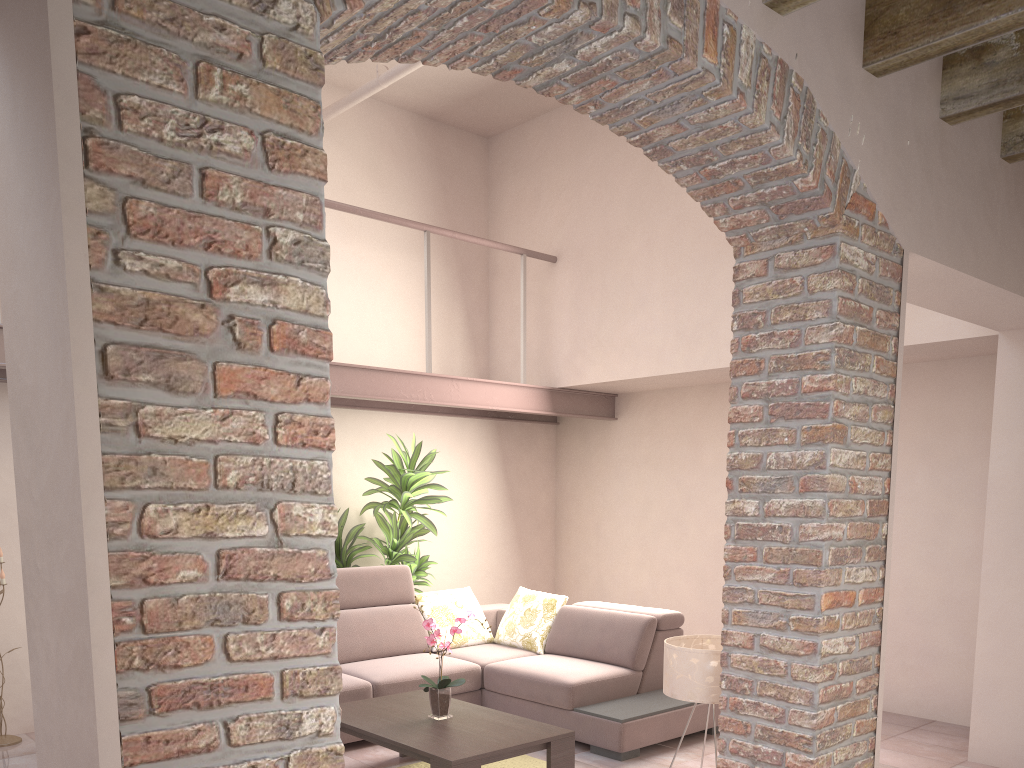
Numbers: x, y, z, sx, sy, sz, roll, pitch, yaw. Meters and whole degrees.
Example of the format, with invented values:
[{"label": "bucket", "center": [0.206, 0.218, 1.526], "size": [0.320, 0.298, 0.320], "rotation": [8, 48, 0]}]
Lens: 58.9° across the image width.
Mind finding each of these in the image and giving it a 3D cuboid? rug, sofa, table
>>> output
[{"label": "rug", "center": [-0.603, 1.930, 4.157], "size": [2.102, 0.009, 0.846], "rotation": [6, -9, -41]}, {"label": "sofa", "center": [-0.549, 1.576, 5.160], "size": [3.180, 0.960, 2.124], "rotation": [5, -7, -42]}, {"label": "table", "center": [-0.371, 1.779, 4.342], "size": [0.711, 0.354, 1.178], "rotation": [4, -7, -42]}]

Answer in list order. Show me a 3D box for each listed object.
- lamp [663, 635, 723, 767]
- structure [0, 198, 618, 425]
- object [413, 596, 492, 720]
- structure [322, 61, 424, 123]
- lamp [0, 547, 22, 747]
[{"label": "lamp", "center": [0.799, 1.453, 3.651], "size": [0.388, 0.868, 0.400], "rotation": [-5, 7, -42]}, {"label": "structure", "center": [-1.054, 0.328, 4.315], "size": [7.253, 3.279, 3.708], "rotation": [4, -3, -42]}, {"label": "object", "center": [-0.319, 1.300, 4.297], "size": [0.361, 0.610, 0.299], "rotation": [4, 6, 42]}, {"label": "structure", "center": [-0.020, -2.122, 4.811], "size": [0.109, 0.333, 4.064], "rotation": [-6, -1, -42]}, {"label": "lamp", "center": [-2.951, 1.474, 5.069], "size": [0.340, 1.155, 0.227], "rotation": [-1, 7, -9]}]
